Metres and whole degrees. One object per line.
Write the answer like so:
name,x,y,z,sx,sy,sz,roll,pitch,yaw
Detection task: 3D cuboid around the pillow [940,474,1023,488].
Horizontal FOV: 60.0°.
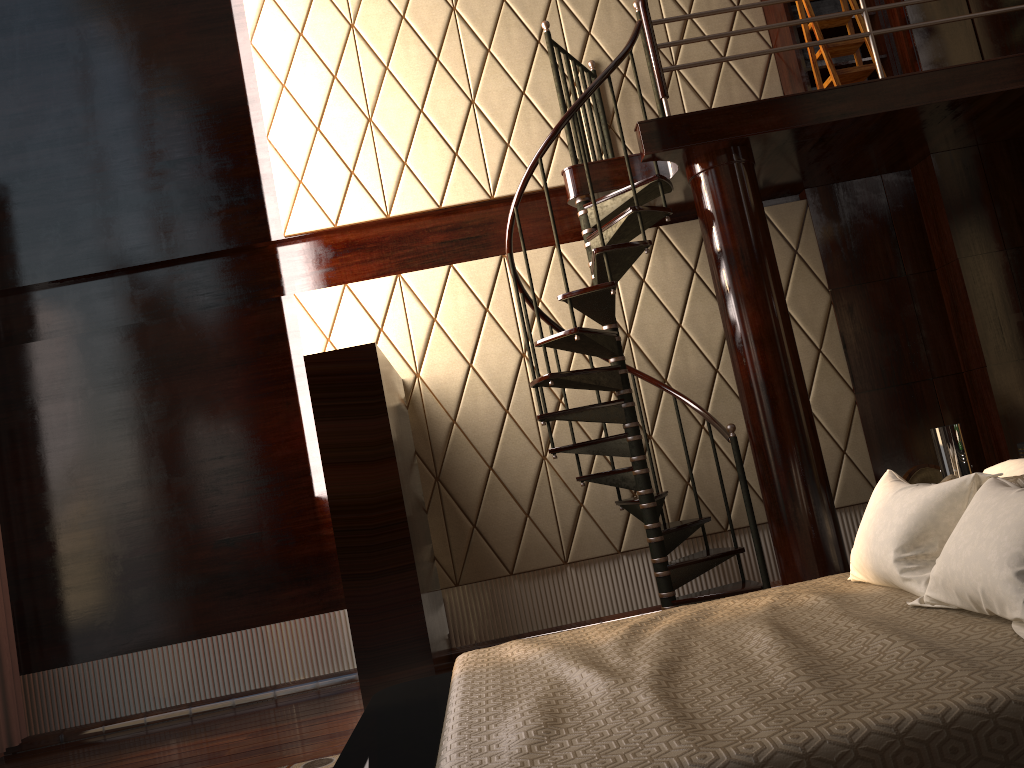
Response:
pillow,1.220,0.357,2.087,0.293,0.271,1.123,-11,-7,-2

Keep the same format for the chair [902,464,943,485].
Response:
chair,2.161,0.657,4.308,0.571,0.550,0.462,-11,-7,-3

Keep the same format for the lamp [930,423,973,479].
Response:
lamp,1.528,0.332,3.026,0.109,0.385,0.106,-12,-7,4

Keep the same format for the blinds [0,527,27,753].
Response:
blinds,-2.813,0.049,2.741,0.108,3.403,4.683,-11,-7,-3

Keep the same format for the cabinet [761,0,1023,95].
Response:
cabinet,2.815,-3.018,2.450,2.576,2.432,6.767,-11,-7,-3

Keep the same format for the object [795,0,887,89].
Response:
object,1.773,-1.858,4.766,0.275,0.974,0.258,-11,-7,-3

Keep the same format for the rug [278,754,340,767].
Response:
rug,0.729,0.938,1.898,3.735,0.006,2.910,-11,-7,-3

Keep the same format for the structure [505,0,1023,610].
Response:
structure,1.947,-0.910,2.163,3.750,3.189,6.107,-11,-7,-3

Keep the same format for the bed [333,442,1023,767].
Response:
bed,0.776,0.612,2.076,2.381,0.660,1.985,-11,-7,-3

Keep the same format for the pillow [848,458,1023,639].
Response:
pillow,1.239,0.330,2.116,0.685,0.320,1.322,-11,-7,-1
